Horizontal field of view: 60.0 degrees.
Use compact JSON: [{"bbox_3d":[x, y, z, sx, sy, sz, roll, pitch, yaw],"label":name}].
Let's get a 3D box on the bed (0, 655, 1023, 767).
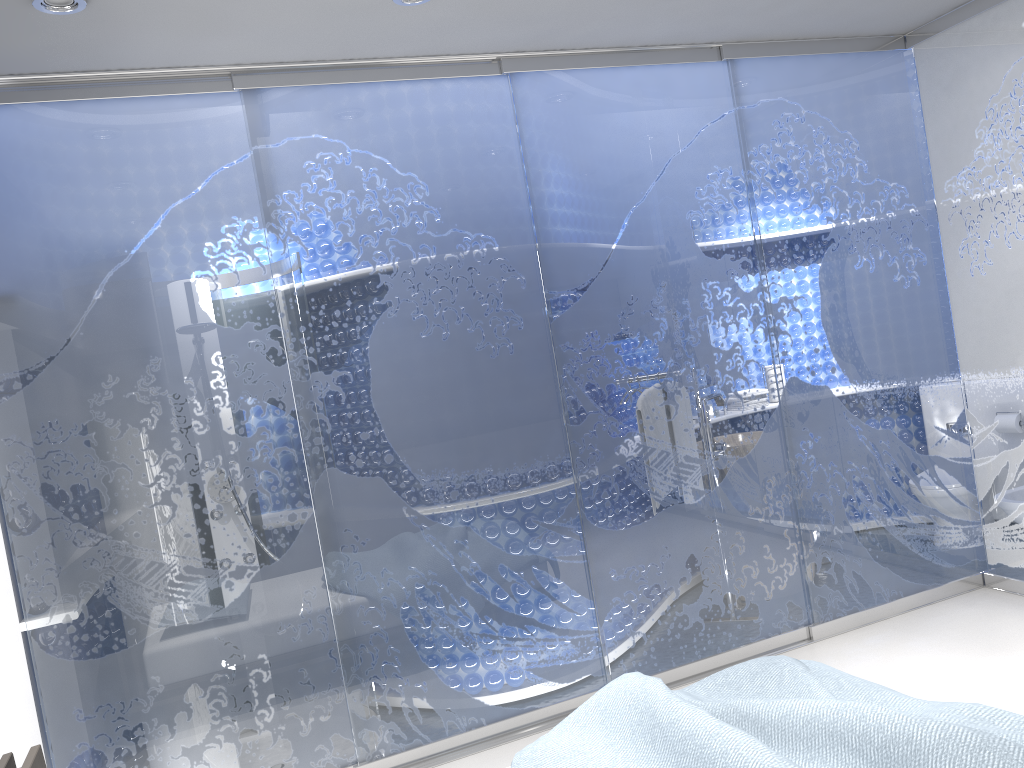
[{"bbox_3d":[0.134,1.029,1.956,2.319,0.752,1.411,-10,2,-20],"label":"bed"}]
